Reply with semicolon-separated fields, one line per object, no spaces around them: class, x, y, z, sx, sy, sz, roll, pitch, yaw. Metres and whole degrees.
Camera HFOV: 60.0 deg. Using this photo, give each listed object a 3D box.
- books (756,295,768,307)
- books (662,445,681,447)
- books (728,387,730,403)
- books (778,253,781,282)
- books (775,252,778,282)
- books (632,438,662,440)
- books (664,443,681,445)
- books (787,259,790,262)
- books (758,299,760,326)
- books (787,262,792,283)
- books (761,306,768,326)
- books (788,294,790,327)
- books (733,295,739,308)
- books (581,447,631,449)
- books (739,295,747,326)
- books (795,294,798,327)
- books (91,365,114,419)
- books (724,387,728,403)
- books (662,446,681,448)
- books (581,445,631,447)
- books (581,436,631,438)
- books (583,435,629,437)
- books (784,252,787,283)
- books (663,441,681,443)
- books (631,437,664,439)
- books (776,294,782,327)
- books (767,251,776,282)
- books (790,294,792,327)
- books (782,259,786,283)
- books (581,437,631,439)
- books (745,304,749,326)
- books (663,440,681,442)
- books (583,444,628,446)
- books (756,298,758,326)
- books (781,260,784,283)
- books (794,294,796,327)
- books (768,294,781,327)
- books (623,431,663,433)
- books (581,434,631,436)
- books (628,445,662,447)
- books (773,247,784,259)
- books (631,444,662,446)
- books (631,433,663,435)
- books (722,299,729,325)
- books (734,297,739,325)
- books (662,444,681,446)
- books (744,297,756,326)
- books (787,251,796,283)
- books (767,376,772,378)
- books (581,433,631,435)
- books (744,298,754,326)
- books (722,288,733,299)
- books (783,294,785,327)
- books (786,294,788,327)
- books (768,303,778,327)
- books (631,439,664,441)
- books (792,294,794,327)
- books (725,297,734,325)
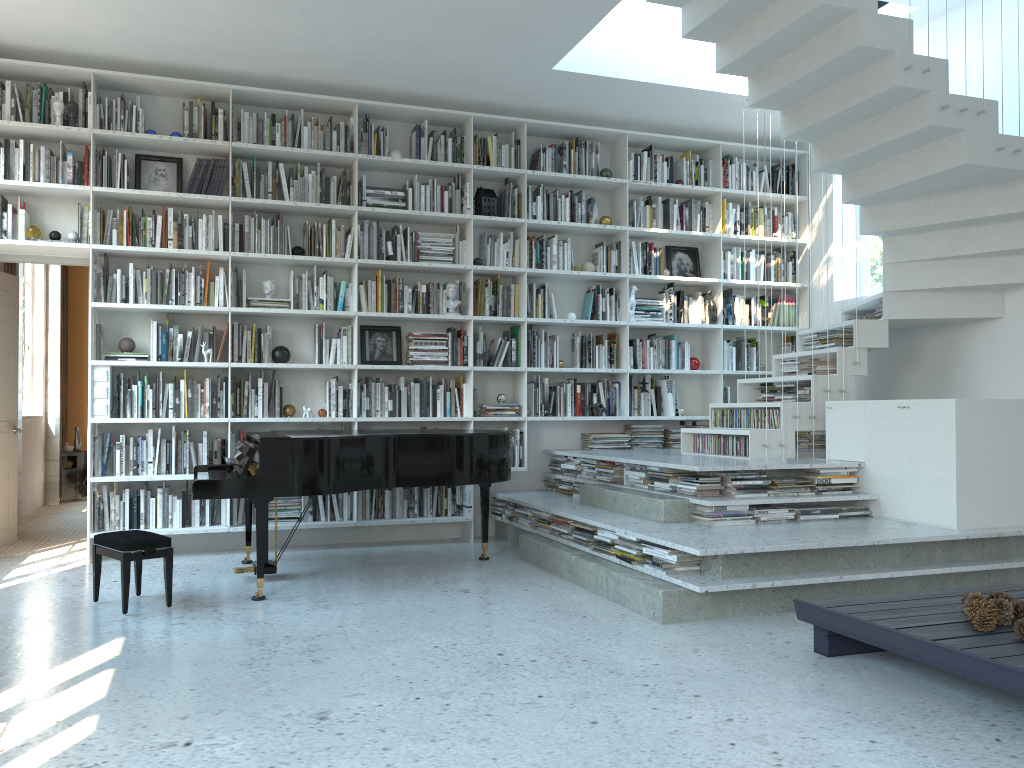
books;2.107;-0.603;7.501;0.026;0.277;0.170;0;-1;-19
books;1.404;0.502;7.232;0.327;0.008;0.207;0;-2;-16
books;1.730;0.143;7.258;0.030;0.238;0.151;0;-1;-19
books;2.221;-0.966;7.535;0.028;0.268;0.173;0;-1;-19
books;2.201;-0.971;7.530;0.013;0.277;0.188;0;-1;-19
books;1.053;0.439;7.114;0.254;0.007;0.161;0;-2;-18
books;1.401;0.487;7.240;0.327;0.008;0.207;1;-2;-19
books;2.333;-0.945;7.609;0.024;0.230;0.131;0;-1;-19
books;2.043;-0.589;7.489;0.025;0.248;0.134;0;-1;-19
books;2.320;-0.929;7.567;0.029;0.195;0.192;0;-1;-19
books;2.092;-0.556;7.466;0.024;0.181;0.191;0;-1;-19
books;2.314;-0.610;7.559;0.018;0.293;0.169;0;-1;-19
books;1.842;-0.600;7.403;0.022;0.265;0.157;0;-1;-19
books;0.738;0.504;6.994;0.345;0.007;0.193;0;-2;-15
books;1.883;-0.598;7.404;0.056;0.261;0.176;0;-1;-19
books;2.384;-0.610;7.577;0.018;0.293;0.169;0;-1;-19
books;-2.659;0.055;5.763;0.106;0.340;0.307;0;-1;-19
books;1.710;0.145;7.249;0.014;0.233;0.183;0;-1;-19
books;1.405;0.509;7.229;0.327;0.008;0.207;1;-2;-23
books;0.738;0.489;6.992;0.345;0.007;0.193;0;-2;-14
books;0.740;0.415;7.003;0.345;0.007;0.193;0;-2;-17
books;0.740;0.407;7.003;0.308;0.008;0.195;0;-2;-17
books;2.295;-0.972;7.576;0.013;0.283;0.149;0;-1;-19
books;1.404;0.471;7.232;0.368;0.007;0.206;1;-2;-22
books;1.056;0.432;7.106;0.285;0.007;0.159;1;-2;-24
books;2.238;-0.610;7.537;0.033;0.294;0.169;0;-1;-19
books;2.188;-0.974;7.529;0.012;0.283;0.151;0;-1;-19
books;2.329;-0.610;7.569;0.018;0.293;0.169;0;-1;-19
books;2.268;-0.941;7.558;0.025;0.220;0.177;0;-1;-19
books;0.742;0.422;6.994;0.345;0.007;0.193;1;-2;-24
books;1.920;-0.561;7.417;0.023;0.189;0.169;0;-1;-19
books;1.403;0.464;7.235;0.327;0.008;0.207;0;-2;-17
books;0.737;0.482;6.995;0.308;0.008;0.195;0;-2;-15
books;2.027;-0.592;7.480;0.012;0.254;0.161;0;-1;-19
books;2.247;-0.938;7.541;0.025;0.211;0.188;0;-1;-19
books;2.364;-0.610;7.581;0.018;0.293;0.169;0;-1;-19
books;2.202;-0.608;7.524;0.072;0.291;0.169;0;-1;-19
books;1.050;0.384;7.115;0.285;0.005;0.159;1;-2;-20
books;0.739;0.400;7.003;0.345;0.007;0.193;1;-2;-21
books;1.051;0.494;7.115;0.254;0.007;0.161;1;-2;-19
books;2.280;-0.996;7.580;0.013;0.330;0.140;0;-1;-19
books;1.051;0.487;7.113;0.254;0.007;0.161;0;-2;-18
books;1.051;0.400;7.112;0.285;0.005;0.159;1;-2;-21
books;1.738;-0.586;7.384;0.066;0.236;0.144;0;-1;-19
books;1.824;-0.590;7.384;0.026;0.245;0.180;0;-1;-19
books;1.402;0.494;7.238;0.368;0.007;0.206;0;-2;-18
books;1.988;-0.595;7.458;0.029;0.259;0.171;0;-1;-19
books;2.370;-0.977;7.591;0.042;0.292;0.186;0;-1;-19
books;2.186;0.099;7.428;0.010;0.336;0.185;0;-1;-19
books;0.739;0.392;7.003;0.345;0.007;0.193;0;-2;-17
books;1.968;-0.590;7.440;0.022;0.247;0.181;0;-1;-19
books;1.799;-0.628;7.397;0.012;0.322;0.141;0;-1;-19
books;2.266;-0.611;7.532;0.018;0.293;0.169;0;-1;-19
books;2.295;-0.610;7.557;0.018;0.293;0.169;0;-1;-19
books;2.165;-0.569;7.509;0.088;0.217;0.167;0;-1;-19
books;1.055;0.446;7.108;0.285;0.007;0.159;1;-2;-23
books;2.348;-0.610;7.570;0.018;0.293;0.169;0;-1;-19
books;1.789;-0.589;7.373;0.022;0.243;0.170;0;-1;-19
